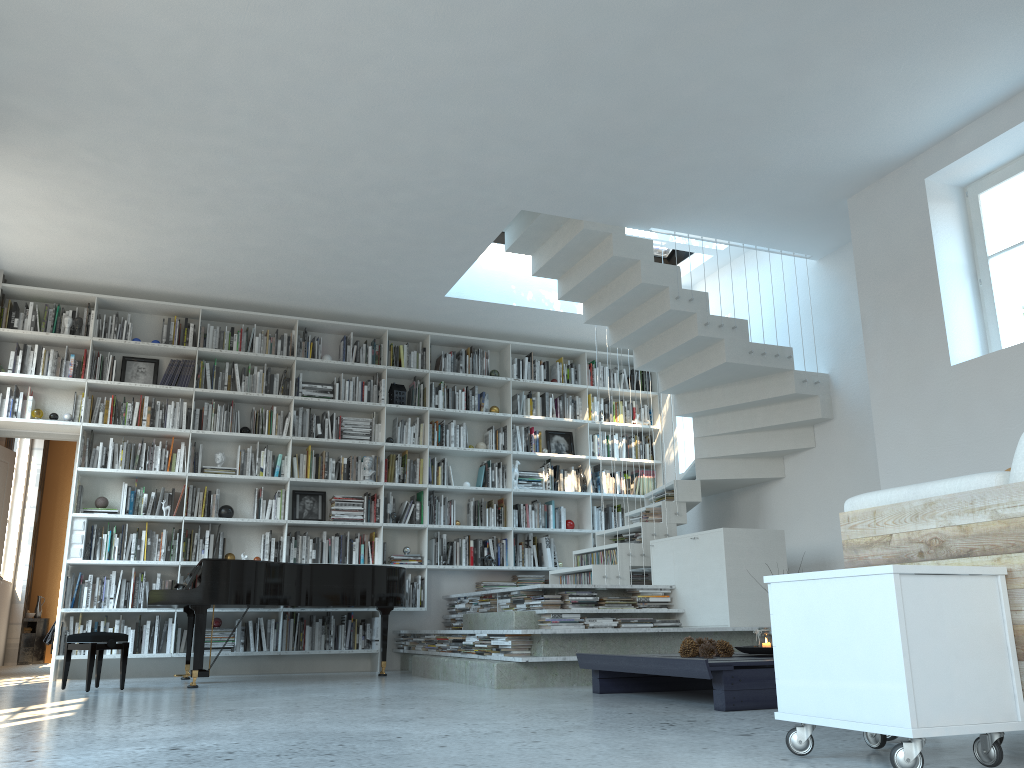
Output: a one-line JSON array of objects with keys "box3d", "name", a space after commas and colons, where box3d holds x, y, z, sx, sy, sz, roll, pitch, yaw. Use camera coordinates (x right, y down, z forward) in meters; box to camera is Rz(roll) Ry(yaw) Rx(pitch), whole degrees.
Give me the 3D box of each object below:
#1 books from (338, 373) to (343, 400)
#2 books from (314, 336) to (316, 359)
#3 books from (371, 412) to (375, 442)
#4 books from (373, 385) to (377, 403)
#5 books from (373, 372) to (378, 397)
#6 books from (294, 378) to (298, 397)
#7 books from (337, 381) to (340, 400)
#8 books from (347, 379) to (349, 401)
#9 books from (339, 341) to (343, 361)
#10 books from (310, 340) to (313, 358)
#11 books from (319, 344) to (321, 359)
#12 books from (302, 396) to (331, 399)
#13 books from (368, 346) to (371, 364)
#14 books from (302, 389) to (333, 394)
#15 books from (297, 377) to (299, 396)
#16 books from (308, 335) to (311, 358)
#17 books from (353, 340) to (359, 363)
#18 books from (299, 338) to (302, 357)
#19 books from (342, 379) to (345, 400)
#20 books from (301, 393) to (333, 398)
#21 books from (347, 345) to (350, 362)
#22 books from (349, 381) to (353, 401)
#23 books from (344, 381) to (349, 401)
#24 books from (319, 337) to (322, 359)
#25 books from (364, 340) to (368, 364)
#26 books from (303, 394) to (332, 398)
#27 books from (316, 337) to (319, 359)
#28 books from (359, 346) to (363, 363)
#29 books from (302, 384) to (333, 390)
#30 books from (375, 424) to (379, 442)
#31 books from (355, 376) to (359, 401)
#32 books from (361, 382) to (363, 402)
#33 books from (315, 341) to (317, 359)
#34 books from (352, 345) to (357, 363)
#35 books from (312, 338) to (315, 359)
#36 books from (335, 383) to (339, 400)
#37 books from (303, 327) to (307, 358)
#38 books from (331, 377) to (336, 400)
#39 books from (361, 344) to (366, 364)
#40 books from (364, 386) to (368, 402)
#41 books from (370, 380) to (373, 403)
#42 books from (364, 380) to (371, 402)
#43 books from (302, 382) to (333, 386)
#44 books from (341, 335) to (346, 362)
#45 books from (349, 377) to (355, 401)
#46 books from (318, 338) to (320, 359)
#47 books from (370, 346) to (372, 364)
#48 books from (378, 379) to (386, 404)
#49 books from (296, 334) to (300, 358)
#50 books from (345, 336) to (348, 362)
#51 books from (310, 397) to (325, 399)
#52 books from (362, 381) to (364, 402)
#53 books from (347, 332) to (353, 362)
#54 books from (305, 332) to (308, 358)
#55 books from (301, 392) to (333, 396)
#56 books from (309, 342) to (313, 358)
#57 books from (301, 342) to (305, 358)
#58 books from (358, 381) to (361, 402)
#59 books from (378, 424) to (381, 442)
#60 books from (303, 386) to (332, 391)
[{"box3d": [-1.608, 0.060, 8.292, 0.011, 0.283, 0.190, 5, -16, -21], "name": "books"}, {"box3d": [-1.859, -0.302, 8.309, 0.013, 0.263, 0.147, 5, -16, -21], "name": "books"}, {"box3d": [-1.312, 0.432, 8.345, 0.012, 0.318, 0.140, 5, -16, -21], "name": "books"}, {"box3d": [-1.317, 0.129, 8.405, 0.029, 0.202, 0.192, 5, -16, -21], "name": "books"}, {"box3d": [-1.302, 0.070, 8.437, 0.012, 0.333, 0.156, 5, -16, -21], "name": "books"}, {"box3d": [-1.995, 0.065, 8.140, 0.027, 0.201, 0.168, 5, -16, -21], "name": "books"}, {"box3d": [-1.639, 0.098, 8.315, 0.024, 0.223, 0.129, 5, -16, -21], "name": "books"}, {"box3d": [-1.552, 0.091, 8.336, 0.012, 0.243, 0.132, 5, -16, -21], "name": "books"}, {"box3d": [-1.622, -0.269, 8.406, 0.012, 0.245, 0.151, 5, -16, -21], "name": "books"}, {"box3d": [-1.887, -0.284, 8.314, 0.006, 0.232, 0.136, 5, -16, -21], "name": "books"}, {"box3d": [-1.818, -0.260, 8.318, 0.010, 0.186, 0.153, 5, -16, -21], "name": "books"}, {"box3d": [-1.815, 0.141, 8.205, 0.254, 0.012, 0.161, 4, -16, -16], "name": "books"}, {"box3d": [-1.378, -0.234, 8.461, 0.023, 0.201, 0.193, 5, -16, -21], "name": "books"}, {"box3d": [-1.814, 0.089, 8.218, 0.285, 0.024, 0.160, 4, -16, -16], "name": "books"}, {"box3d": [-1.982, 0.062, 8.161, 0.013, 0.217, 0.141, 5, -16, -21], "name": "books"}, {"box3d": [-1.905, -0.311, 8.278, 0.011, 0.264, 0.164, 5, -16, -21], "name": "books"}, {"box3d": [-1.489, -0.267, 8.464, 0.028, 0.269, 0.140, 5, -16, -21], "name": "books"}, {"box3d": [-1.984, -0.295, 8.262, 0.023, 0.227, 0.157, 5, -16, -21], "name": "books"}, {"box3d": [-1.599, 0.087, 8.307, 0.021, 0.237, 0.172, 5, -16, -21], "name": "books"}, {"box3d": [-1.817, 0.118, 8.215, 0.285, 0.012, 0.160, 6, -17, -24], "name": "books"}, {"box3d": [-1.571, -0.245, 8.424, 0.031, 0.208, 0.147, 5, -16, -21], "name": "books"}, {"box3d": [-1.530, 0.103, 8.331, 0.028, 0.218, 0.184, 5, -16, -21], "name": "books"}, {"box3d": [-1.565, 0.100, 8.314, 0.027, 0.216, 0.190, 5, -16, -21], "name": "books"}, {"box3d": [-1.806, -0.294, 8.325, 0.011, 0.255, 0.144, 5, -16, -21], "name": "books"}, {"box3d": [-1.408, -0.268, 8.465, 0.010, 0.269, 0.180, 5, -16, -21], "name": "books"}, {"box3d": [-1.816, 0.130, 8.212, 0.254, 0.012, 0.161, 6, -17, -24], "name": "books"}, {"box3d": [-1.834, -0.297, 8.311, 0.005, 0.254, 0.168, 5, -16, -21], "name": "books"}, {"box3d": [-1.453, -0.237, 8.449, 0.033, 0.202, 0.166, 5, -16, -21], "name": "books"}, {"box3d": [-1.817, 0.043, 8.237, 0.285, 0.024, 0.160, 5, -16, -19], "name": "books"}, {"box3d": [-1.291, 0.491, 8.334, 0.030, 0.198, 0.172, 5, -16, -21], "name": "books"}, {"box3d": [-1.479, 0.083, 8.357, 0.023, 0.268, 0.185, 5, -16, -21], "name": "books"}, {"box3d": [-1.433, 0.108, 8.373, 0.010, 0.229, 0.152, 5, -16, -21], "name": "books"}, {"box3d": [-1.844, -0.280, 8.305, 0.016, 0.218, 0.144, 5, -16, -21], "name": "books"}, {"box3d": [-1.518, -0.246, 8.427, 0.050, 0.210, 0.173, 5, -16, -21], "name": "books"}, {"box3d": [-1.873, -0.294, 8.308, 0.014, 0.247, 0.139, 5, -16, -21], "name": "books"}, {"box3d": [-1.651, 0.105, 8.275, 0.025, 0.187, 0.194, 5, -16, -21], "name": "books"}, {"box3d": [-1.944, -0.345, 8.293, 0.014, 0.340, 0.145, 5, -16, -21], "name": "books"}, {"box3d": [-1.670, 0.073, 8.281, 0.012, 0.253, 0.161, 5, -16, -21], "name": "books"}, {"box3d": [-1.429, -0.249, 8.468, 0.023, 0.236, 0.154, 5, -16, -21], "name": "books"}, {"box3d": [-1.399, 0.128, 8.370, 0.029, 0.187, 0.176, 5, -16, -21], "name": "books"}, {"box3d": [-1.350, 0.102, 8.415, 0.029, 0.260, 0.133, 5, -16, -21], "name": "books"}, {"box3d": [-1.372, 0.102, 8.388, 0.032, 0.247, 0.174, 5, -16, -21], "name": "books"}, {"box3d": [-1.819, 0.021, 8.248, 0.285, 0.024, 0.160, 5, -16, -21], "name": "books"}, {"box3d": [-1.604, -0.295, 8.401, 0.014, 0.291, 0.176, 5, -16, -21], "name": "books"}, {"box3d": [-1.511, 0.084, 8.366, 0.029, 0.272, 0.141, 5, -16, -21], "name": "books"}, {"box3d": [-1.832, -0.289, 8.331, 0.013, 0.249, 0.148, 5, -16, -21], "name": "books"}, {"box3d": [-1.372, -0.236, 8.514, 0.026, 0.233, 0.137, 5, -16, -21], "name": "books"}, {"box3d": [-1.245, 0.104, 8.380, 0.037, 0.236, 0.273, 5, -16, -21], "name": "books"}, {"box3d": [-2.000, -0.314, 8.240, 0.026, 0.252, 0.186, 5, -16, -21], "name": "books"}, {"box3d": [-1.586, -0.292, 8.417, 0.011, 0.295, 0.157, 5, -16, -21], "name": "books"}, {"box3d": [-1.816, 0.154, 8.205, 0.285, 0.012, 0.160, 5, -16, -18], "name": "books"}, {"box3d": [-1.420, 0.107, 8.372, 0.012, 0.230, 0.158, 5, -16, -21], "name": "books"}, {"box3d": [-1.544, -0.308, 8.427, 0.010, 0.330, 0.186, 5, -16, -21], "name": "books"}, {"box3d": [-1.930, -0.324, 8.287, 0.010, 0.295, 0.153, 5, -16, -21], "name": "books"}, {"box3d": [-1.818, 0.108, 8.220, 0.285, 0.012, 0.160, 6, -17, -23], "name": "books"}, {"box3d": [-1.893, -0.273, 8.287, 0.023, 0.195, 0.172, 5, -16, -21], "name": "books"}, {"box3d": [-1.957, -0.280, 8.256, 0.026, 0.194, 0.167, 5, -16, -21], "name": "books"}, {"box3d": [-1.454, 0.106, 8.351, 0.023, 0.222, 0.191, 5, -16, -21], "name": "books"}, {"box3d": [-1.266, 0.492, 8.351, 0.030, 0.204, 0.159, 5, -16, -21], "name": "books"}, {"box3d": [-1.815, 0.066, 8.227, 0.254, 0.025, 0.161, 7, -17, -25], "name": "books"}]
